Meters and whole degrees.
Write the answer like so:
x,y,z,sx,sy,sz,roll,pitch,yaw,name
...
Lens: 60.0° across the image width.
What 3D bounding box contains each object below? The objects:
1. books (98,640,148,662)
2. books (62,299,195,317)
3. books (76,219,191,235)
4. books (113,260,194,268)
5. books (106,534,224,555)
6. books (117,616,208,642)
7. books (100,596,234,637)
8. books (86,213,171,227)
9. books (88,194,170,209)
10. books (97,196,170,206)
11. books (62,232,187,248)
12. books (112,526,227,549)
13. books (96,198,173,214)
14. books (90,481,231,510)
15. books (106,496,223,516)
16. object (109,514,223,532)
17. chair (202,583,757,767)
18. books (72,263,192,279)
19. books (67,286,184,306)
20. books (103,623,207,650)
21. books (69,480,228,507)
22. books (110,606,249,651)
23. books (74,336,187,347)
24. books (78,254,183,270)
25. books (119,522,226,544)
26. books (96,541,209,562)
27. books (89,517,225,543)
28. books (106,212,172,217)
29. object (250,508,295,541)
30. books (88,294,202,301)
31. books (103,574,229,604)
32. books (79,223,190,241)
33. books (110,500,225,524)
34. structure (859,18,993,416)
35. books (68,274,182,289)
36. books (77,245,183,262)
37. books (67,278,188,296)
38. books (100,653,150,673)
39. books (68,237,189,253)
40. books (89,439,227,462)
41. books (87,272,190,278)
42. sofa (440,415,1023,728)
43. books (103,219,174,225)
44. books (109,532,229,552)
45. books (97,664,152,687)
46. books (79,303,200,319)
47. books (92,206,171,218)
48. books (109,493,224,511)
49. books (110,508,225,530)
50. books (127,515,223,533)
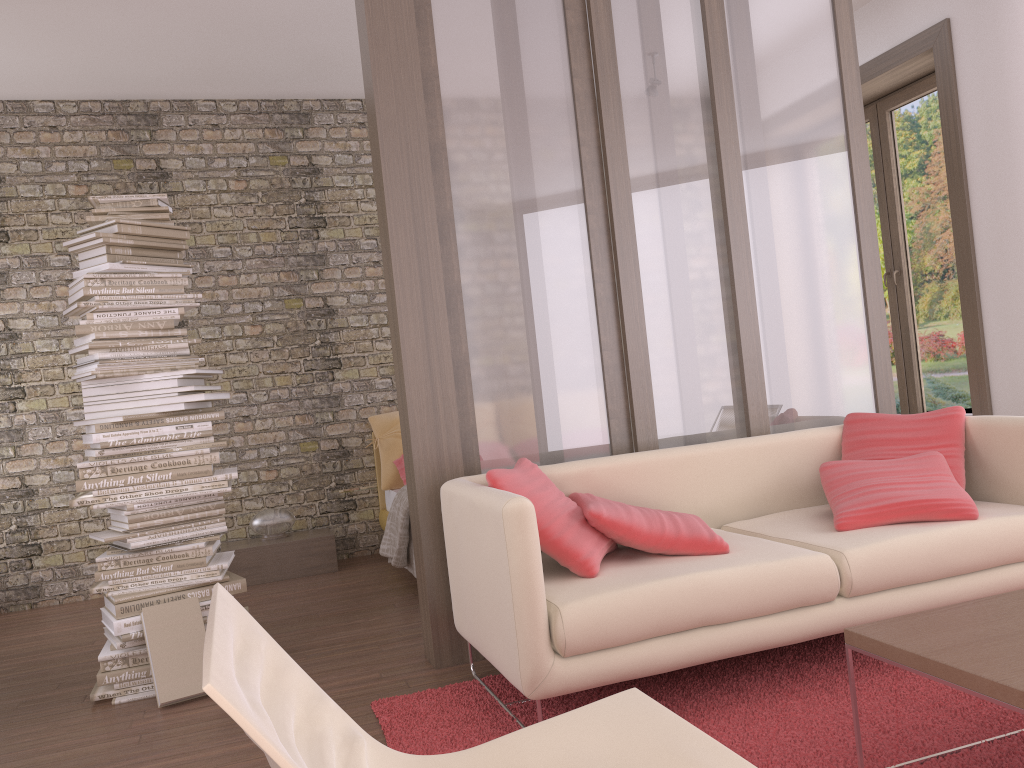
x,y,z,sx,sy,sz,roll,pitch,yaw,name
-1.450,1.068,3.763,0.510,0.020,0.399,-6,0,-18,books
-1.660,-0.331,3.839,0.470,0.022,0.306,-6,0,-38,books
-1.646,-0.668,3.866,0.287,0.012,0.366,-6,0,32,books
-1.625,-0.502,3.872,0.284,0.010,0.351,-6,0,32,books
-1.486,0.680,3.841,0.448,0.016,0.264,-6,0,-13,books
-1.438,0.994,3.747,0.442,0.025,0.346,-6,0,-33,books
-1.462,0.954,3.760,0.469,0.057,0.364,-6,0,-33,books
-1.667,-0.709,3.877,0.327,0.023,0.198,-6,0,-18,books
-1.669,-0.796,3.877,0.313,0.014,0.204,-6,0,-18,books
-1.649,-0.786,3.877,0.277,0.008,0.216,-6,0,-18,books
-1.674,-0.609,3.847,0.248,0.019,0.435,-6,0,32,books
-1.480,0.652,3.834,0.396,0.024,0.310,-6,0,-38,books
-1.650,-0.766,3.887,0.260,0.029,0.193,-6,0,-3,books
-1.499,0.478,3.841,0.542,0.016,0.423,-6,0,-18,books
-1.502,0.519,3.836,0.405,0.018,0.300,-6,0,-38,books
-1.495,0.592,3.831,0.413,0.008,0.243,-6,0,-38,object
-0.028,0.707,1.510,0.860,0.767,0.739,-6,0,-18,chair
-1.645,-0.482,3.854,0.266,0.026,0.404,-6,0,32,books
-1.668,-0.381,3.829,0.401,0.035,0.315,-6,0,-38,books
-1.458,1.026,3.774,0.469,0.028,0.368,-6,0,-33,books
-1.556,0.460,3.858,0.612,0.028,0.399,-6,0,-18,books
-1.409,1.044,3.804,0.542,0.020,0.320,-6,0,-18,books
-1.645,-0.184,3.834,0.395,0.009,0.233,-6,0,-43,books
-1.663,-0.521,3.884,0.211,0.036,0.371,-6,0,32,books
-1.490,0.632,3.836,0.405,0.018,0.300,-6,0,-38,books
-1.523,0.700,3.811,0.422,0.016,0.330,-6,0,-13,books
-1.526,0.617,3.812,0.488,0.018,0.296,-6,0,-38,books
-1.645,-0.729,3.892,0.258,0.010,0.183,-6,0,-33,books
-1.591,0.927,5.899,0.296,0.199,0.211,-6,0,-20,object
-1.625,-0.357,3.875,0.434,0.019,0.324,-6,0,-38,books
-1.486,0.856,3.799,0.450,0.022,0.364,-6,0,-33,books
-1.644,-0.642,3.875,0.275,0.036,0.351,-6,0,32,books
-1.492,0.545,3.835,0.396,0.033,0.310,-6,0,-38,books
2.321,-0.598,5.973,0.808,2.881,2.039,-6,0,-18,structure
-1.673,-0.443,3.832,0.392,0.015,0.306,-6,0,-38,books
-1.667,-0.559,3.884,0.211,0.036,0.371,-6,0,32,books
-1.670,-0.417,3.856,0.416,0.035,0.323,-6,0,-38,books
-1.436,1.101,3.792,0.542,0.046,0.421,-6,0,-18,books
-1.661,-0.588,3.854,0.259,0.019,0.412,-6,0,32,books
-1.535,0.289,3.891,0.542,0.020,0.320,-6,0,-18,books
-1.654,-0.461,3.873,0.416,0.015,0.245,-6,0,-38,books
0.928,0.607,3.283,2.204,0.751,0.919,-6,0,-18,sofa
-1.648,-0.687,3.879,0.272,0.023,0.201,-6,0,-38,books
-1.482,0.668,3.825,0.413,0.006,0.322,-6,0,-38,books
-1.445,1.150,3.760,0.522,0.046,0.410,-6,0,-18,books
-1.614,-0.317,3.841,0.416,0.012,0.324,-6,0,-38,books
-1.658,-0.742,3.880,0.303,0.015,0.202,-6,0,-18,books
-1.497,0.497,3.835,0.396,0.024,0.310,-6,0,-38,books
-1.489,0.574,3.835,0.396,0.024,0.310,-6,0,-38,books
-1.493,0.600,3.853,0.385,0.008,0.274,-6,0,-38,books
